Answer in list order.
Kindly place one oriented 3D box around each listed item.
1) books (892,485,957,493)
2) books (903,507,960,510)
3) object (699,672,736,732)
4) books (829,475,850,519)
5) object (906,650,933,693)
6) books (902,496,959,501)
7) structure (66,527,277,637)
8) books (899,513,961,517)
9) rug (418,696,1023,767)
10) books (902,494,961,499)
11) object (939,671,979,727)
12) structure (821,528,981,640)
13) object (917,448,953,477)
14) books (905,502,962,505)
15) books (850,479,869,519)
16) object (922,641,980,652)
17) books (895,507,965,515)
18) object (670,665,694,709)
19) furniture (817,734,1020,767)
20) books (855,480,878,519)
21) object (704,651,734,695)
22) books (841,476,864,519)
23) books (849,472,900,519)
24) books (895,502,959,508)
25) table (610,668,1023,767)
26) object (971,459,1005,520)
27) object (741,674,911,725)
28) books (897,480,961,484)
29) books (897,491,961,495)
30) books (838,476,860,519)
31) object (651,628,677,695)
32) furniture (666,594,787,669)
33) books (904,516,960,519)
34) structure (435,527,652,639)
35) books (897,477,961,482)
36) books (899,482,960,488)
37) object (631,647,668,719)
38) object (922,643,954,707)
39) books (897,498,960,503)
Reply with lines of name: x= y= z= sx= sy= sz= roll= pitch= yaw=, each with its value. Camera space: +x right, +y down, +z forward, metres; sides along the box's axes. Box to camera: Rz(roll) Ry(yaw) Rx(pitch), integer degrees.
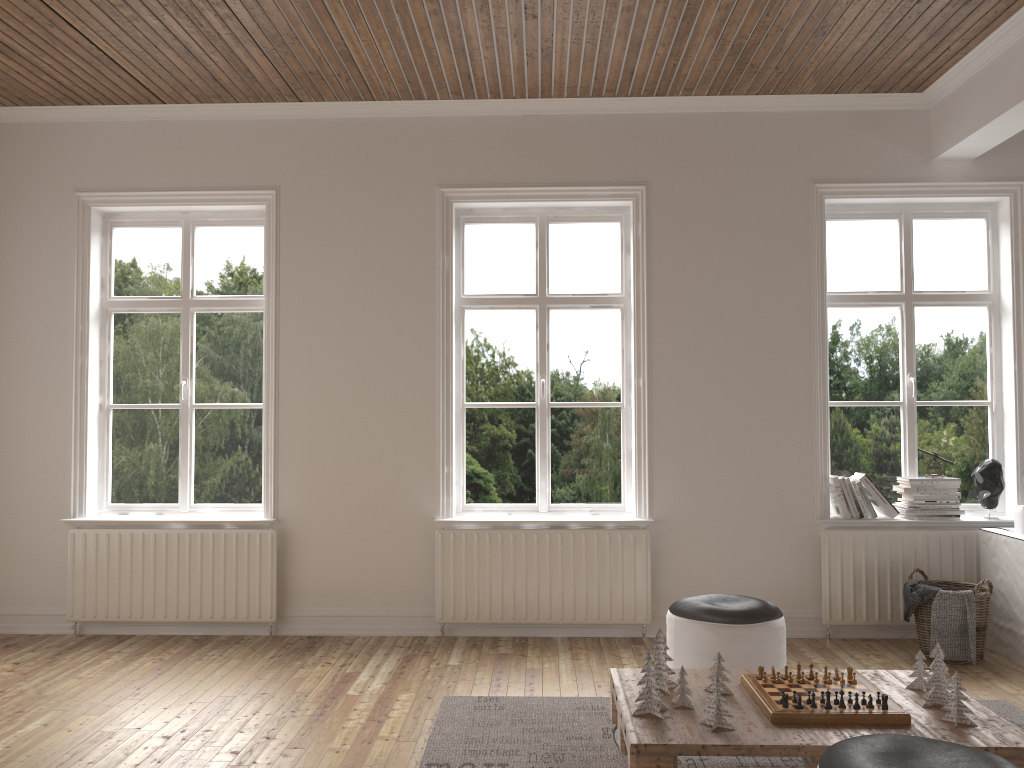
books: x=2.374 y=0.605 z=5.111 sx=0.296 sy=0.028 sz=0.180 roll=0 pitch=-2 yaw=2
books: x=2.403 y=0.711 z=5.091 sx=0.254 sy=0.013 sz=0.161 roll=0 pitch=-2 yaw=2
object: x=0.629 y=0.966 z=2.721 sx=0.085 sy=0.166 sz=0.085 roll=0 pitch=-2 yaw=-12
books: x=1.872 y=0.648 z=5.119 sx=0.093 sy=0.239 sz=0.172 roll=0 pitch=-2 yaw=2
object: x=1.424 y=0.993 z=3.090 sx=0.075 sy=0.137 sz=0.079 roll=2 pitch=-3 yaw=-39
books: x=2.399 y=0.657 z=5.086 sx=0.254 sy=0.012 sz=0.161 roll=0 pitch=-2 yaw=2
structure: x=-1.954 y=1.242 z=5.113 sx=1.223 sy=0.829 sz=0.085 roll=0 pitch=-2 yaw=1
books: x=2.388 y=0.748 z=5.080 sx=0.285 sy=0.012 sz=0.159 roll=0 pitch=-2 yaw=2
rug: x=0.892 y=1.352 z=2.812 sx=2.474 sy=0.003 sz=2.254 roll=0 pitch=-2 yaw=2
books: x=2.406 y=0.643 z=5.095 sx=0.263 sy=0.017 sz=0.167 roll=0 pitch=-2 yaw=2
object: x=1.379 y=0.968 z=2.747 sx=0.082 sy=0.160 sz=0.082 roll=0 pitch=-2 yaw=-9
structure: x=2.348 y=1.223 z=4.969 sx=1.223 sy=0.829 sz=0.095 roll=0 pitch=-2 yaw=2
object: x=2.421 y=0.447 z=5.070 sx=0.092 sy=0.161 sz=0.177 roll=1 pitch=-3 yaw=-30
books: x=2.409 y=0.682 z=5.082 sx=0.256 sy=0.013 sz=0.161 roll=0 pitch=-2 yaw=2
books: x=1.977 y=0.658 z=5.111 sx=0.101 sy=0.218 sz=0.161 roll=0 pitch=-2 yaw=2
object: x=2.281 y=1.315 z=4.608 sx=0.291 sy=0.186 sz=0.280 roll=0 pitch=-2 yaw=-13
books: x=2.391 y=0.729 z=5.090 sx=0.331 sy=0.025 sz=0.176 roll=0 pitch=-2 yaw=2
object: x=0.559 y=0.991 z=2.920 sx=0.072 sy=0.132 sz=0.076 roll=0 pitch=-2 yaw=2
furniture: x=0.992 y=1.110 z=2.109 sx=0.518 sy=0.430 sz=0.518 roll=0 pitch=-2 yaw=5
books: x=2.015 y=0.661 z=5.104 sx=0.118 sy=0.213 sz=0.161 roll=0 pitch=-2 yaw=2
object: x=0.711 y=0.991 z=3.056 sx=0.077 sy=0.141 sz=0.082 roll=0 pitch=-2 yaw=-17
books: x=1.948 y=0.651 z=5.108 sx=0.104 sy=0.232 sz=0.152 roll=0 pitch=-2 yaw=2
books: x=2.084 y=0.639 z=5.107 sx=0.226 sy=0.255 sz=0.176 roll=0 pitch=-2 yaw=2
books: x=2.387 y=0.698 z=5.107 sx=0.288 sy=0.016 sz=0.182 roll=0 pitch=-2 yaw=2
table: x=0.951 y=1.207 z=2.933 sx=1.189 sy=0.300 sz=0.821 roll=0 pitch=-2 yaw=2
object: x=2.715 y=0.596 z=5.054 sx=0.171 sy=0.340 sz=0.177 roll=-2 pitch=-3 yaw=38
object: x=1.022 y=1.042 z=2.946 sx=0.429 sy=0.036 sz=0.429 roll=0 pitch=-2 yaw=2
books: x=2.392 y=0.562 z=5.095 sx=0.288 sy=0.016 sz=0.182 roll=0 pitch=-2 yaw=2
books: x=2.397 y=0.626 z=5.110 sx=0.288 sy=0.016 sz=0.182 roll=0 pitch=-2 yaw=2
books: x=1.915 y=0.650 z=5.107 sx=0.112 sy=0.235 sz=0.172 roll=0 pitch=-2 yaw=2
object: x=0.518 y=0.958 z=3.100 sx=0.108 sy=0.213 sz=0.109 roll=-1 pitch=-2 yaw=26
furniture: x=0.949 y=1.180 z=3.940 sx=0.518 sy=0.430 sz=0.518 roll=-1 pitch=-2 yaw=23
books: x=2.403 y=0.761 z=5.083 sx=0.254 sy=0.012 sz=0.161 roll=0 pitch=-2 yaw=2
structure: x=0.177 y=1.233 z=5.041 sx=1.223 sy=0.829 sz=0.095 roll=0 pitch=-2 yaw=2
books: x=2.385 y=0.545 z=5.085 sx=0.288 sy=0.016 sz=0.182 roll=0 pitch=-2 yaw=2
books: x=2.393 y=0.580 z=5.095 sx=0.273 sy=0.021 sz=0.174 roll=0 pitch=-2 yaw=2
object: x=0.443 y=0.951 z=2.852 sx=0.106 sy=0.208 sz=0.107 roll=-1 pitch=-2 yaw=18
object: x=1.411 y=0.953 z=2.923 sx=0.111 sy=0.204 sz=0.118 roll=-1 pitch=-2 yaw=25
books: x=2.388 y=0.670 z=5.092 sx=0.285 sy=0.012 sz=0.159 roll=0 pitch=-2 yaw=2
